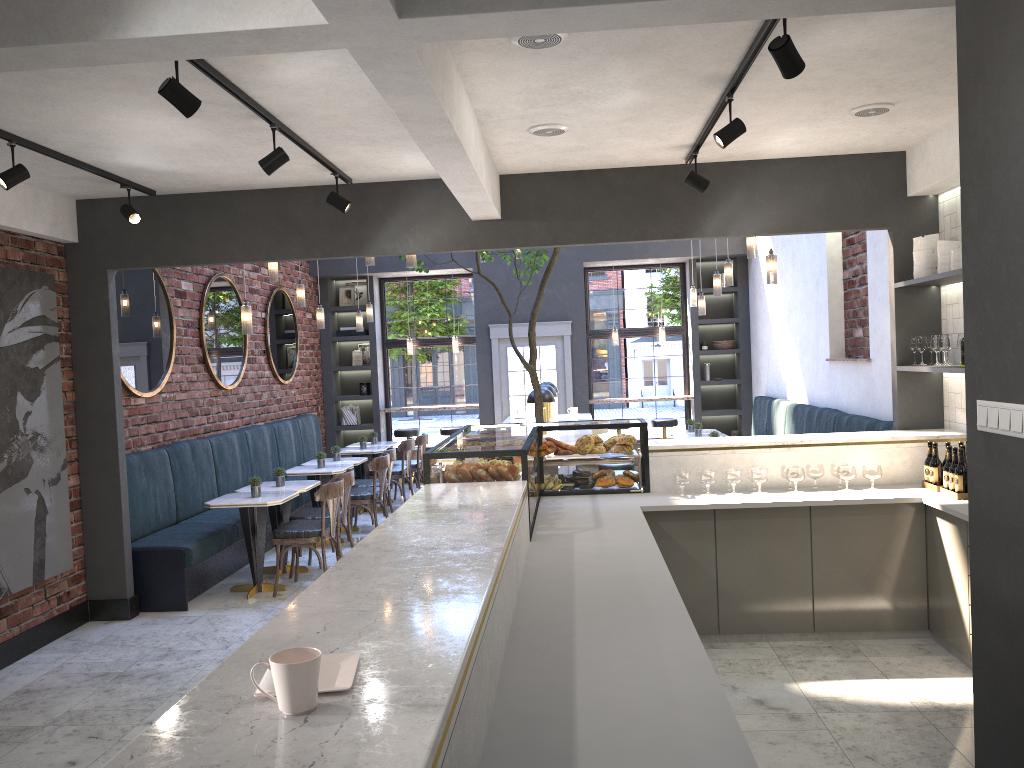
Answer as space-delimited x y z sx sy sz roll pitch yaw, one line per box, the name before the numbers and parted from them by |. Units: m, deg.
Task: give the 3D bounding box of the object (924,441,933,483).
object | 2.539 0.487 5.376 0.070 0.280 0.069 -4 3 -34

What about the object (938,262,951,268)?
object | 2.699 -0.724 5.447 0.153 0.074 0.154 -2 2 7

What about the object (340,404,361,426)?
object | -2.325 0.432 12.768 0.250 0.323 0.241 -2 2 4

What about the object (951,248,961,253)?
object | 2.682 -0.780 5.250 0.154 0.075 0.153 -3 2 -29

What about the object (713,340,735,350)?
object | 2.963 -0.545 12.400 0.305 0.124 0.304 -2 2 25

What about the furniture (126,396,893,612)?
furniture | 0.112 0.910 8.983 6.021 1.151 5.339 -2 2 4

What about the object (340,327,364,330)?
object | -2.288 -0.790 12.721 0.327 0.039 0.227 -3 2 -6

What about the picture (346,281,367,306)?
picture | -2.227 -1.302 12.880 0.361 0.369 0.055 -2 2 4

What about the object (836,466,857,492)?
object | 2.015 0.571 5.340 0.114 0.147 0.114 -2 2 9

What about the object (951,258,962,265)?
object | 2.686 -0.718 5.254 0.153 0.074 0.154 -2 2 7

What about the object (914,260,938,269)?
object | 2.651 -0.758 5.668 0.153 0.062 0.153 -1 2 33

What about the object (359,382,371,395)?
object | -2.110 0.069 12.724 0.152 0.181 0.152 -1 3 42

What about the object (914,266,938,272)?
object | 2.652 -0.728 5.670 0.153 0.074 0.154 -2 2 7

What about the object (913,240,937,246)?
object | 2.644 -0.885 5.657 0.153 0.067 0.153 -4 2 -40

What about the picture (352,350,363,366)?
picture | -2.249 -0.376 12.903 0.161 0.227 0.049 -2 2 4

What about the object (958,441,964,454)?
object | 2.683 0.483 5.291 0.070 0.280 0.069 -2 2 11

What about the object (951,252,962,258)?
object | 2.686 -0.747 5.252 0.153 0.062 0.153 -1 2 33

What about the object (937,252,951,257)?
object | 2.695 -0.786 5.443 0.154 0.075 0.153 -3 2 -29

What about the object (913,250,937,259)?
object | 2.644 -0.819 5.664 0.153 0.060 0.153 -3 2 -14

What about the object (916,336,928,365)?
object | 2.634 -0.215 5.702 0.070 0.188 0.070 -3 2 -5

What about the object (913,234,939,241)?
object | 2.639 -0.916 5.655 0.153 0.070 0.153 -4 2 -40

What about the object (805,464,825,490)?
object | 1.874 0.573 5.482 0.114 0.147 0.114 -2 2 9

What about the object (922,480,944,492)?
object | 2.650 0.606 5.298 0.307 0.038 0.231 -2 2 4

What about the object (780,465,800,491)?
object | 1.723 0.580 5.492 0.114 0.147 0.114 -2 2 9

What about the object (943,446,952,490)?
object | 2.520 0.496 5.102 0.070 0.280 0.069 -4 3 -34

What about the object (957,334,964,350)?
object | 2.720 -0.208 5.341 0.070 0.188 0.070 -2 2 18

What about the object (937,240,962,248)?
object | 2.691 -0.850 5.437 0.154 0.076 0.153 -2 2 25

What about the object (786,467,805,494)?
object | 1.714 0.584 5.361 0.114 0.147 0.114 -2 2 9

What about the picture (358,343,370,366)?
picture | -2.121 -0.432 12.918 0.247 0.326 0.044 -2 2 4

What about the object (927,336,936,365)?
object | 2.752 -0.223 5.812 0.070 0.188 0.070 -3 2 -5

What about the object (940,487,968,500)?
object | 2.632 0.615 5.023 0.307 0.038 0.231 -2 2 4

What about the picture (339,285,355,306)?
picture | -2.393 -1.269 12.858 0.230 0.313 0.061 -2 2 4

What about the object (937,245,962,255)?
object | 2.692 -0.815 5.441 0.153 0.060 0.153 -3 2 -14

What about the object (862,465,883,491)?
object | 2.166 0.564 5.330 0.114 0.147 0.114 -2 2 9

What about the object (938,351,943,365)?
object | 2.744 -0.219 5.694 0.070 0.188 0.070 -3 2 -5

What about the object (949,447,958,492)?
object | 2.516 0.498 5.027 0.070 0.280 0.069 -3 2 -19

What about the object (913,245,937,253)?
object | 2.643 -0.854 5.660 0.154 0.076 0.153 -2 2 25

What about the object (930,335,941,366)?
object | 2.619 -0.207 5.466 0.070 0.188 0.070 -3 2 -5

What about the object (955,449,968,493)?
object | 2.511 0.501 4.951 0.070 0.280 0.069 -3 2 -9

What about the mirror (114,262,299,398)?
mirror | -2.932 -0.697 9.076 0.036 1.510 4.772 -2 2 4

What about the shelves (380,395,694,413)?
shelves | 0.333 0.284 12.596 4.403 0.043 0.384 -2 2 4

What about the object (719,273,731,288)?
object | 2.945 -1.441 12.379 0.214 0.215 0.213 -2 2 13

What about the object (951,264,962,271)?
object | 2.686 -0.682 5.258 0.153 0.055 0.153 -4 2 -34

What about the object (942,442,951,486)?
object | 2.609 0.487 5.298 0.070 0.280 0.069 -4 3 -34

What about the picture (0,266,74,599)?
picture | -3.188 0.307 4.690 0.033 2.028 2.820 -2 2 4

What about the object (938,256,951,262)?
object | 2.699 -0.754 5.445 0.153 0.062 0.153 -1 2 33

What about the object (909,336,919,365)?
object | 2.642 -0.218 5.819 0.070 0.188 0.070 -3 2 -5

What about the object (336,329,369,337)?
object | -2.282 -0.729 12.711 0.412 0.084 0.286 -2 2 4

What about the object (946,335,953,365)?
object | 2.736 -0.216 5.577 0.070 0.188 0.070 -3 2 -5

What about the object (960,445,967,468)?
object | 2.595 0.493 5.096 0.070 0.280 0.069 -2 2 6

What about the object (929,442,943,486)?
object | 2.534 0.490 5.302 0.070 0.280 0.069 -3 2 -19

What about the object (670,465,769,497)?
object | 1.279 0.599 5.486 0.575 0.148 0.255 -2 2 4

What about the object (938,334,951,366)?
object | 2.611 -0.204 5.349 0.070 0.188 0.070 -2 2 18

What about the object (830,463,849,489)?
object | 2.024 0.567 5.471 0.114 0.147 0.114 -2 2 9

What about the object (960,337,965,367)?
object | 2.615 -0.233 4.662 0.082 0.294 1.100 -2 2 5

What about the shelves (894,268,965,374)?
shelves | 2.585 -0.330 4.107 0.300 0.580 3.599 -2 2 4

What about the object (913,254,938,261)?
object | 2.647 -0.790 5.666 0.154 0.075 0.153 -3 2 -29

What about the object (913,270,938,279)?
object | 2.651 -0.692 5.674 0.153 0.055 0.153 -4 2 -34

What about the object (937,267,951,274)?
object | 2.699 -0.688 5.451 0.153 0.055 0.153 -4 2 -34
